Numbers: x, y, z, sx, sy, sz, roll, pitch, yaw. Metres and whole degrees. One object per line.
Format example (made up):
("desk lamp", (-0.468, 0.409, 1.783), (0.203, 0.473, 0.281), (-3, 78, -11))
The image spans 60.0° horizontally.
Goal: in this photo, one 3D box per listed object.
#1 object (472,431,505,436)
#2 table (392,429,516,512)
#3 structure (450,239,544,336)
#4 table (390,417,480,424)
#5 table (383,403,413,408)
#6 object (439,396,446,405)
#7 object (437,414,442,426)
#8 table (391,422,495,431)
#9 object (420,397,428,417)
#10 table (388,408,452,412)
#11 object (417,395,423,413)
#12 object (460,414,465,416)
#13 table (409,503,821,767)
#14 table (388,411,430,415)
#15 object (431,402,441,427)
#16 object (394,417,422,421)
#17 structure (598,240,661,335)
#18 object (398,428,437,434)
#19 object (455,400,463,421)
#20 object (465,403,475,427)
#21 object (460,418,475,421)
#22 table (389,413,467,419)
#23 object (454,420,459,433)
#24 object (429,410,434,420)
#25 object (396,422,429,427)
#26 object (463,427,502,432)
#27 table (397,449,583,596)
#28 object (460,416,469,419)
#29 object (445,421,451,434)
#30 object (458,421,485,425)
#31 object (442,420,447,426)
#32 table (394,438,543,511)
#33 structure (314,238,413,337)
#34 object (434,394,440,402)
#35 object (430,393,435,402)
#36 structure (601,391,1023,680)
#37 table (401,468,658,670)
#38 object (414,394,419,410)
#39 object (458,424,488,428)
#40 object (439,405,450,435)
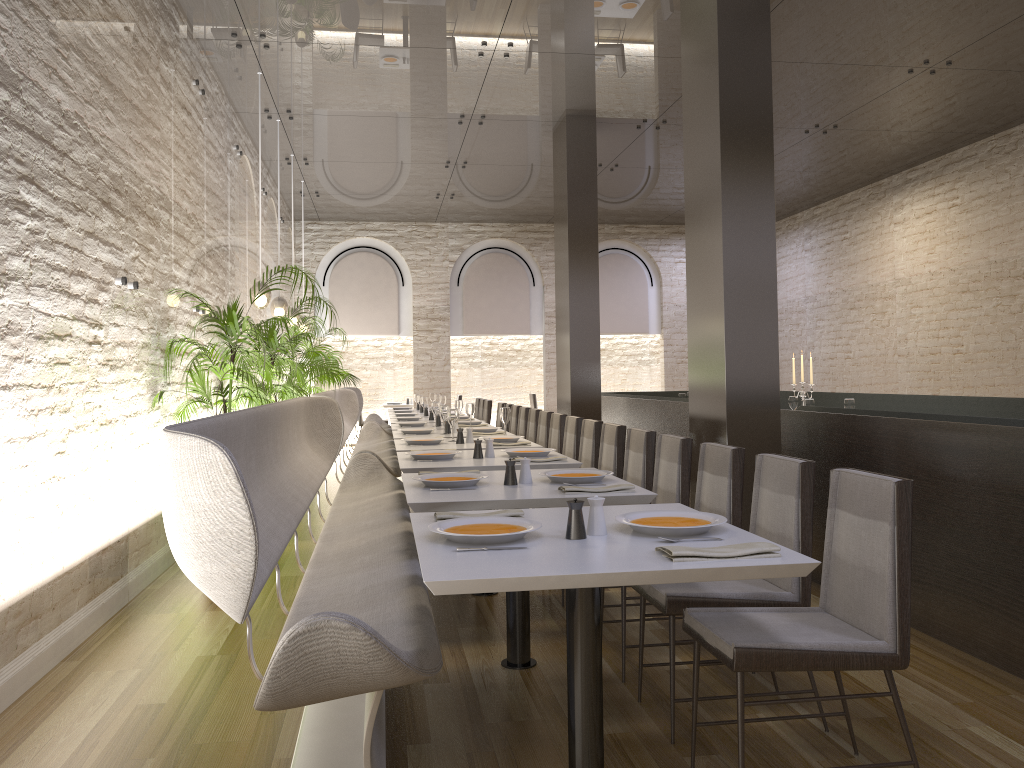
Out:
("object", (-0.191, 0.389, 6.946), (0.273, 0.033, 0.142), (-1, 0, -8))
("table", (-0.500, 0.780, 7.252), (0.936, 0.761, 1.009), (-1, 0, -8))
("structure", (-0.271, -1.671, 15.312), (1.633, 1.677, 0.097), (-1, -2, -8))
("table", (-0.840, 0.768, 9.558), (0.936, 0.761, 1.009), (-1, 0, -8))
("table", (-1.815, 0.737, 15.711), (0.936, 0.761, 1.009), (-1, 0, -8))
("object", (-0.856, 0.263, 10.982), (0.086, 0.231, 0.086), (-2, -2, 22))
("object", (-0.693, 0.340, 8.344), (0.059, 0.109, 0.059), (0, -1, -17))
("table", (-0.669, 0.774, 8.401), (0.936, 0.761, 1.009), (-1, 0, -8))
("object", (-1.042, 0.269, 10.497), (0.086, 0.231, 0.086), (-2, -2, 22))
("table", (-1.330, 0.751, 12.882), (0.936, 0.761, 1.009), (-1, 0, -8))
("object", (-1.202, 0.264, 11.582), (0.086, 0.231, 0.086), (-2, -2, 22))
("object", (-0.694, 0.371, 10.358), (0.273, 0.033, 0.142), (-1, 0, -8))
("table", (0.200, 0.805, 2.508), (0.936, 0.761, 1.009), (-1, 0, -8))
("table", (-1.164, 0.757, 11.755), (0.936, 0.761, 1.009), (-1, 0, -8))
("object", (-0.706, 0.281, 8.216), (0.086, 0.231, 0.086), (-2, -2, 34))
("object", (-1.114, 0.377, 9.532), (0.322, 0.036, 0.321), (-1, 0, -30))
("structure", (1.826, -1.705, 15.622), (1.633, 1.677, 0.097), (-1, -2, -8))
("object", (-0.775, 0.389, 7.226), (0.322, 0.036, 0.321), (-1, 0, -26))
("object", (-0.520, 0.275, 8.702), (0.086, 0.231, 0.086), (-2, -2, 34))
("object", (-0.355, 0.281, 7.579), (0.086, 0.231, 0.086), (-1, -2, -2))
("object", (-0.531, 0.377, 9.252), (0.273, 0.033, 0.142), (-1, 0, -8))
("table", (-1.003, 0.762, 10.664), (0.936, 0.761, 1.009), (-1, 0, -8))
("object", (-0.461, 0.345, 7.251), (0.059, 0.109, 0.059), (0, -1, -17))
("object", (-0.864, 0.334, 9.502), (0.059, 0.109, 0.059), (0, -1, -17))
("object", (-0.944, 0.383, 8.374), (0.322, 0.036, 0.321), (-1, 0, -30))
("object", (-0.243, 0.380, 7.302), (0.322, 0.036, 0.321), (-1, 0, -26))
("table", (-0.165, 0.792, 4.982), (0.936, 0.761, 1.009), (-1, 0, -8))
("object", (-0.582, 0.368, 9.608), (0.322, 0.036, 0.321), (-1, 0, -30))
("object", (-0.523, 0.346, 7.195), (0.059, 0.109, 0.059), (0, -1, -17))
("object", (-0.412, 0.374, 8.450), (0.322, 0.036, 0.321), (-1, 0, -30))
("object", (-0.630, 0.339, 8.399), (0.059, 0.109, 0.059), (0, -1, -17))
("table", (-0.330, 0.786, 6.102), (0.936, 0.761, 1.009), (-1, 0, -8))
("structure", (-2.507, -1.636, 14.982), (1.633, 1.677, 0.097), (-1, -2, -8))
("object", (-1.016, 0.257, 12.067), (0.086, 0.231, 0.086), (-2, -2, 22))
("object", (-1.181, 0.251, 13.182), (0.086, 0.231, 0.086), (-2, -2, 22))
("structure", (2.782, 0.619, 6.175), (2.372, 1.002, 10.738), (-1, 0, -8))
("table", (0.018, 0.798, 3.745), (0.936, 0.761, 1.009), (-1, 0, -8))
("object", (-1.367, 0.258, 12.696), (0.086, 0.231, 0.086), (-2, -2, 22))
("object", (-0.361, 0.383, 8.094), (0.273, 0.033, 0.142), (-1, 0, -8))
("object", (-0.540, 0.287, 7.094), (0.086, 0.231, 0.086), (-2, -2, 40))
